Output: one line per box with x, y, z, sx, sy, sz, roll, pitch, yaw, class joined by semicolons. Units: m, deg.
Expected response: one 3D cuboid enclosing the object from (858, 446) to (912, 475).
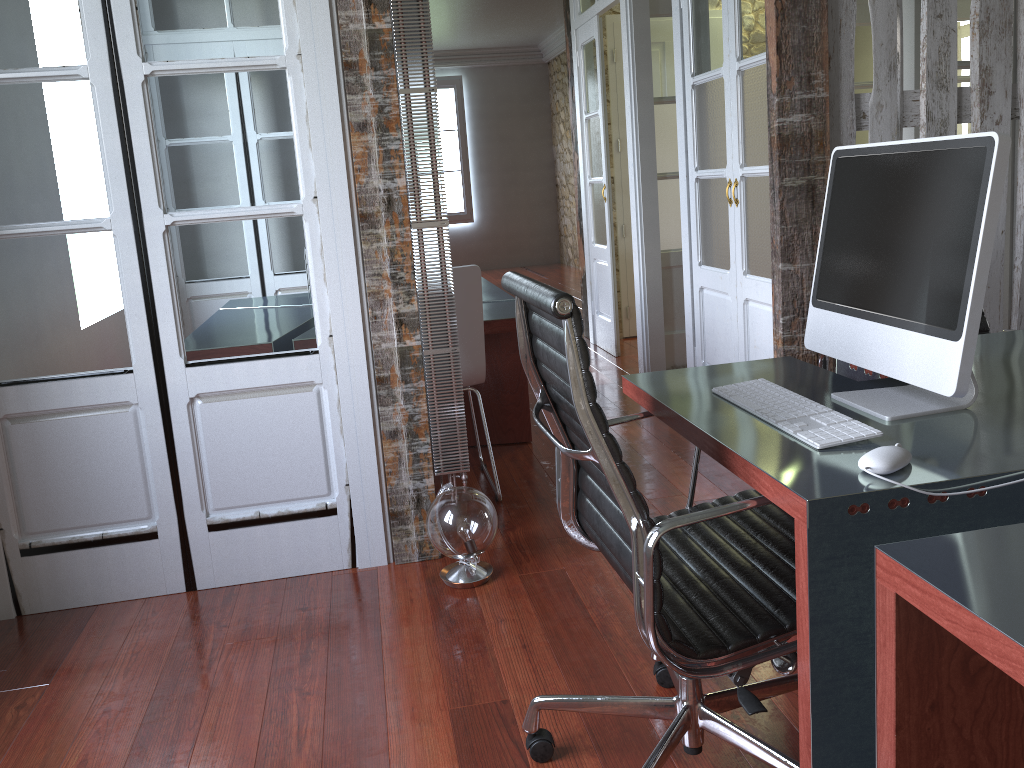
0.562;0.110;1.328;0.107;0.028;0.059;-15;16;-39;object

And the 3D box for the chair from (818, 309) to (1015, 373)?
1.188;0.055;2.415;0.666;1.013;0.705;-7;11;-15;chair

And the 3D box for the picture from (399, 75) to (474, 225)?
-1.376;-3.129;12.034;1.581;1.969;0.128;-6;10;-9;picture

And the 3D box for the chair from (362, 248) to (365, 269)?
-0.927;-0.327;5.032;0.475;0.910;0.607;-6;11;-9;chair

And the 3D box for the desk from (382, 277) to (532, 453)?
-0.716;-0.061;4.361;1.446;0.648;1.729;-6;13;-9;desk

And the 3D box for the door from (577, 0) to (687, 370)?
0.686;-1.225;5.607;0.484;2.161;1.193;-11;13;-34;door

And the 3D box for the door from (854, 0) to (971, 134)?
2.488;-1.294;5.526;1.077;2.066;0.041;-6;10;-9;door

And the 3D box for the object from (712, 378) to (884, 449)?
0.512;0.047;1.648;0.119;0.017;0.443;-6;13;-9;object

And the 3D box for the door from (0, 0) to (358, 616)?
-1.097;-0.410;2.631;1.161;2.161;0.041;-6;10;-9;door

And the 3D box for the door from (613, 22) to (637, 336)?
1.196;-1.480;6.415;0.869;2.197;0.146;-6;10;-9;door

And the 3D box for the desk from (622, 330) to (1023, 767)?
1.627;0.330;1.699;2.509;0.721;1.313;-6;12;-9;desk

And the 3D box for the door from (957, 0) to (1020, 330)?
2.649;-1.117;4.697;1.077;2.066;0.041;-6;10;-9;door

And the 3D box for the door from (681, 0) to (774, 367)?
0.968;-0.836;3.802;0.041;2.159;1.067;-6;11;-9;door

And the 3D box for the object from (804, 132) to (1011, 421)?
0.718;-0.199;1.620;0.190;0.480;0.488;-6;11;-9;object

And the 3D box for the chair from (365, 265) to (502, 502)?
-0.337;-0.013;3.455;0.475;0.910;0.607;-6;11;-9;chair

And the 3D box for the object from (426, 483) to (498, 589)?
-0.152;0.493;2.728;0.221;0.379;0.236;-11;12;-31;object

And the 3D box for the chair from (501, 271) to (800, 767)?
0.346;0.280;1.712;0.699;1.013;0.672;-5;11;-5;chair
